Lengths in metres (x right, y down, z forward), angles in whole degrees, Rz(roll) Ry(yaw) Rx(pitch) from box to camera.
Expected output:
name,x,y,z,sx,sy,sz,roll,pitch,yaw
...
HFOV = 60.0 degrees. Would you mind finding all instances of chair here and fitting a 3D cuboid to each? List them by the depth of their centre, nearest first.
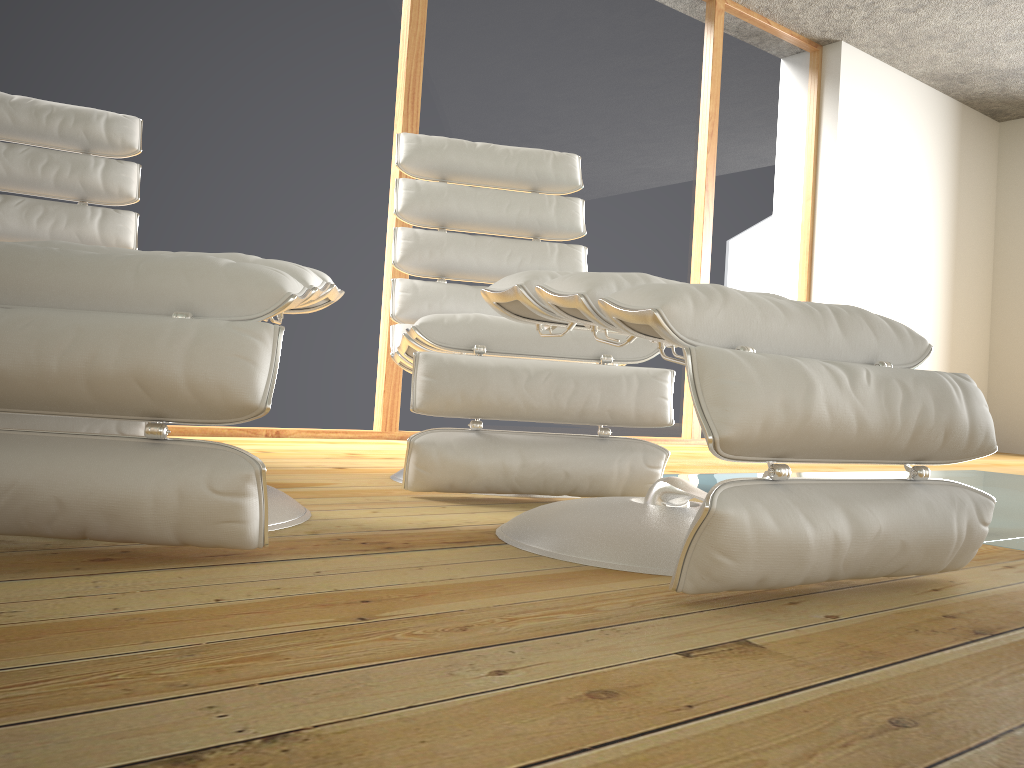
name,x,y,z,sx,sy,sz,roll,pitch,yaw
chair,-1.187,-0.312,2.128,0.569,0.970,0.914,4,-1,-28
chair,-0.003,-0.236,2.260,0.569,0.970,0.913,4,-1,-13

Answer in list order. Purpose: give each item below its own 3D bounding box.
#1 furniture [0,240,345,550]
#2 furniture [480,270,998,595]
name,x,y,z,sx,sy,sz,roll,pitch,yaw
furniture,-0.593,-0.013,1.395,0.569,0.440,0.685,4,-1,-3
furniture,0.296,0.044,1.407,0.569,0.440,0.686,4,-1,-31
